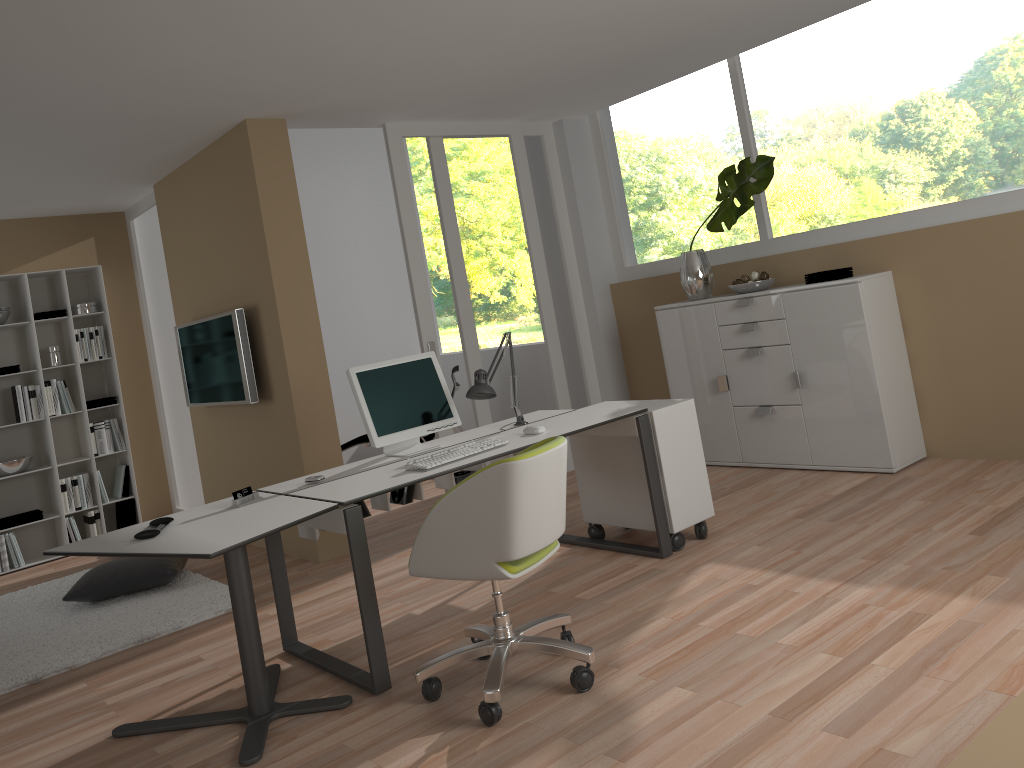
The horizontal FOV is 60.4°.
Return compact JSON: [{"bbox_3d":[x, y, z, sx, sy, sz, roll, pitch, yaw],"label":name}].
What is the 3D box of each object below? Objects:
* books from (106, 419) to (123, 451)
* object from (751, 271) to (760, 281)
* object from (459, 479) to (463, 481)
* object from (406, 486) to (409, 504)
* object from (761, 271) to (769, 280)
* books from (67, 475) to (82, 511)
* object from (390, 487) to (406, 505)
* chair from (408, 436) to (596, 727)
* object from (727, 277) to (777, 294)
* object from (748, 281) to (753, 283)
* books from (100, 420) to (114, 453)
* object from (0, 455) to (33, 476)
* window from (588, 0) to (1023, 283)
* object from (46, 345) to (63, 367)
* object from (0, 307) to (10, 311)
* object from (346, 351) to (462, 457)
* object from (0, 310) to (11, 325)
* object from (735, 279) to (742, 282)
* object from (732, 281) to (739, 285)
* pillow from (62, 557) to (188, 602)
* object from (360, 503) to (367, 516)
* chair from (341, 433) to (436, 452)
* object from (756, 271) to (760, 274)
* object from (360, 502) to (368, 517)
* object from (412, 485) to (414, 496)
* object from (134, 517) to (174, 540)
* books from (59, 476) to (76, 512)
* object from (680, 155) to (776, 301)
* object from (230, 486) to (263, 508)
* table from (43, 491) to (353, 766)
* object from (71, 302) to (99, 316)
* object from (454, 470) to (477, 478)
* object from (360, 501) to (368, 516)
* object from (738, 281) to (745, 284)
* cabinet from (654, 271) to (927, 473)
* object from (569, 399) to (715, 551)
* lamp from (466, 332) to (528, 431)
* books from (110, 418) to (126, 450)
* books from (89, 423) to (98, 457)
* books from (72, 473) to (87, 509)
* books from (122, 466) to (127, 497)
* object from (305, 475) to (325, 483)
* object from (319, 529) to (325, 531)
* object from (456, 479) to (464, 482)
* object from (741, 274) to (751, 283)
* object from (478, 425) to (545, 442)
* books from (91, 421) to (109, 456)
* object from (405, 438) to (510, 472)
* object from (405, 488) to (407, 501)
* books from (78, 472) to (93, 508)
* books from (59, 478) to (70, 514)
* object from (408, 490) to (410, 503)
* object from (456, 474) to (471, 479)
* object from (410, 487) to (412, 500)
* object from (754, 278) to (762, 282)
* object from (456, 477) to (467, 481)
[{"bbox_3d":[-3.163,0.404,6.983,0.060,0.260,0.205,-9,0,-38],"label":"books"},{"bbox_3d":[1.530,-0.676,5.543,0.051,0.067,0.056,-10,1,-15],"label":"object"},{"bbox_3d":[-0.256,0.456,4.299,0.121,0.002,0.132,-14,6,-38],"label":"object"},{"bbox_3d":[-0.518,0.493,4.090,0.040,0.113,0.132,-9,1,-38],"label":"object"},{"bbox_3d":[1.576,-0.669,5.487,0.053,0.068,0.052,-10,1,-30],"label":"object"},{"bbox_3d":[-3.362,0.833,6.749,0.040,0.259,0.205,-9,0,-38],"label":"books"},{"bbox_3d":[-0.529,0.496,4.081,0.040,0.113,0.132,-9,1,-38],"label":"object"},{"bbox_3d":[-0.040,0.625,3.022,0.593,0.811,0.627,-10,1,27],"label":"chair"},{"bbox_3d":[1.532,-0.619,5.598,0.312,0.063,0.316,-9,5,17],"label":"object"},{"bbox_3d":[1.506,-0.617,5.539,0.054,0.066,0.053,-9,1,42],"label":"object"},{"bbox_3d":[-3.206,0.414,6.954,0.040,0.259,0.205,-9,0,-38],"label":"books"},{"bbox_3d":[-3.725,0.618,6.555,0.297,0.107,0.301,-9,4,17],"label":"object"},{"bbox_3d":[1.804,-1.747,5.563,0.045,1.799,3.602,-8,2,-38],"label":"window"},{"bbox_3d":[-3.524,-0.213,6.782,0.094,0.162,0.093,-10,0,-24],"label":"object"},{"bbox_3d":[-3.921,-0.499,6.592,0.297,0.107,0.301,-9,4,17],"label":"object"},{"bbox_3d":[-0.492,0.096,4.054,0.471,0.432,0.195,-11,0,-38],"label":"object"},{"bbox_3d":[-3.916,-0.472,6.591,0.297,0.107,0.301,-9,4,17],"label":"object"},{"bbox_3d":[1.468,-0.649,5.694,0.055,0.065,0.053,-9,1,31],"label":"object"},{"bbox_3d":[1.441,-0.633,5.649,0.056,0.061,0.055,-10,1,6],"label":"object"},{"bbox_3d":[-2.220,1.112,5.117,0.612,0.210,0.580,-11,4,-13],"label":"pillow"},{"bbox_3d":[-0.705,0.540,3.938,0.040,0.113,0.132,-9,1,-38],"label":"object"},{"bbox_3d":[-1.029,0.376,7.556,1.434,0.827,0.692,-10,1,-4],"label":"chair"},{"bbox_3d":[1.565,-0.692,5.645,0.053,0.071,0.053,-10,1,-32],"label":"object"},{"bbox_3d":[-0.703,0.539,3.940,0.040,0.113,0.132,-9,1,-38],"label":"object"},{"bbox_3d":[-0.497,0.488,4.107,0.040,0.113,0.132,-9,1,-38],"label":"object"},{"bbox_3d":[-1.291,0.520,3.180,0.090,0.030,0.216,-11,5,-8],"label":"object"},{"bbox_3d":[-3.395,0.841,6.725,0.040,0.259,0.205,-9,0,-38],"label":"books"},{"bbox_3d":[1.417,-1.005,5.693,0.267,0.847,0.849,-9,0,-41],"label":"object"},{"bbox_3d":[-1.042,0.439,3.450,0.048,0.055,0.131,-9,4,27],"label":"object"},{"bbox_3d":[-1.043,0.849,3.105,0.819,0.689,0.917,-12,3,-41],"label":"table"},{"bbox_3d":[-3.393,-0.592,6.993,0.191,0.090,0.193,-10,4,4],"label":"object"},{"bbox_3d":[-0.254,0.440,4.302,0.121,0.002,0.132,-14,6,-38],"label":"object"},{"bbox_3d":[-0.701,0.539,3.941,0.040,0.113,0.132,-9,1,-38],"label":"object"},{"bbox_3d":[1.450,-0.617,5.549,0.052,0.065,0.056,-10,1,-25],"label":"object"},{"bbox_3d":[1.660,-0.052,5.531,0.421,1.086,1.509,-9,2,-38],"label":"cabinet"},{"bbox_3d":[0.638,0.445,4.429,0.311,0.677,0.615,-9,1,-38],"label":"object"},{"bbox_3d":[-0.078,0.041,4.139,0.139,0.530,0.543,-10,1,17],"label":"lamp"},{"bbox_3d":[-3.143,0.399,6.998,0.060,0.260,0.205,-9,0,-38],"label":"books"},{"bbox_3d":[-3.295,0.437,6.869,0.040,0.259,0.205,-9,0,-38],"label":"books"},{"bbox_3d":[-3.331,0.825,6.775,0.040,0.259,0.205,-9,0,-38],"label":"books"},{"bbox_3d":[-3.093,0.772,7.000,0.043,0.239,0.209,-9,0,-38],"label":"books"},{"bbox_3d":[-0.815,0.394,3.639,0.083,0.021,0.048,-7,5,31],"label":"object"},{"bbox_3d":[-0.863,0.580,3.810,0.041,0.114,0.132,-9,1,-38],"label":"object"},{"bbox_3d":[-0.256,0.458,4.298,0.121,0.002,0.132,-14,6,-38],"label":"object"},{"bbox_3d":[1.480,-0.663,5.577,0.053,0.064,0.056,-9,1,37],"label":"object"},{"bbox_3d":[-0.026,0.246,3.984,0.367,0.080,0.142,-7,4,30],"label":"object"},{"bbox_3d":[-3.245,0.425,6.904,0.077,0.259,0.205,-9,0,-38],"label":"books"},{"bbox_3d":[-0.299,0.316,3.744,0.461,0.080,0.384,-15,7,-43],"label":"object"},{"bbox_3d":[-0.525,0.495,4.084,0.040,0.113,0.132,-9,1,-38],"label":"object"},{"bbox_3d":[-3.298,0.817,6.802,0.040,0.259,0.205,-9,0,-38],"label":"books"},{"bbox_3d":[-3.423,0.849,6.693,0.040,0.259,0.205,-9,0,-38],"label":"books"},{"bbox_3d":[-0.511,0.492,4.096,0.040,0.113,0.132,-9,1,-38],"label":"object"},{"bbox_3d":[-0.255,0.444,4.301,0.121,0.002,0.132,-14,6,-38],"label":"object"},{"bbox_3d":[-0.504,0.490,4.102,0.040,0.113,0.132,-9,1,-38],"label":"object"},{"bbox_3d":[1.543,-0.629,5.505,0.053,0.064,0.057,-9,1,29],"label":"object"},{"bbox_3d":[-0.256,0.453,4.299,0.121,0.002,0.132,-14,6,-38],"label":"object"}]
